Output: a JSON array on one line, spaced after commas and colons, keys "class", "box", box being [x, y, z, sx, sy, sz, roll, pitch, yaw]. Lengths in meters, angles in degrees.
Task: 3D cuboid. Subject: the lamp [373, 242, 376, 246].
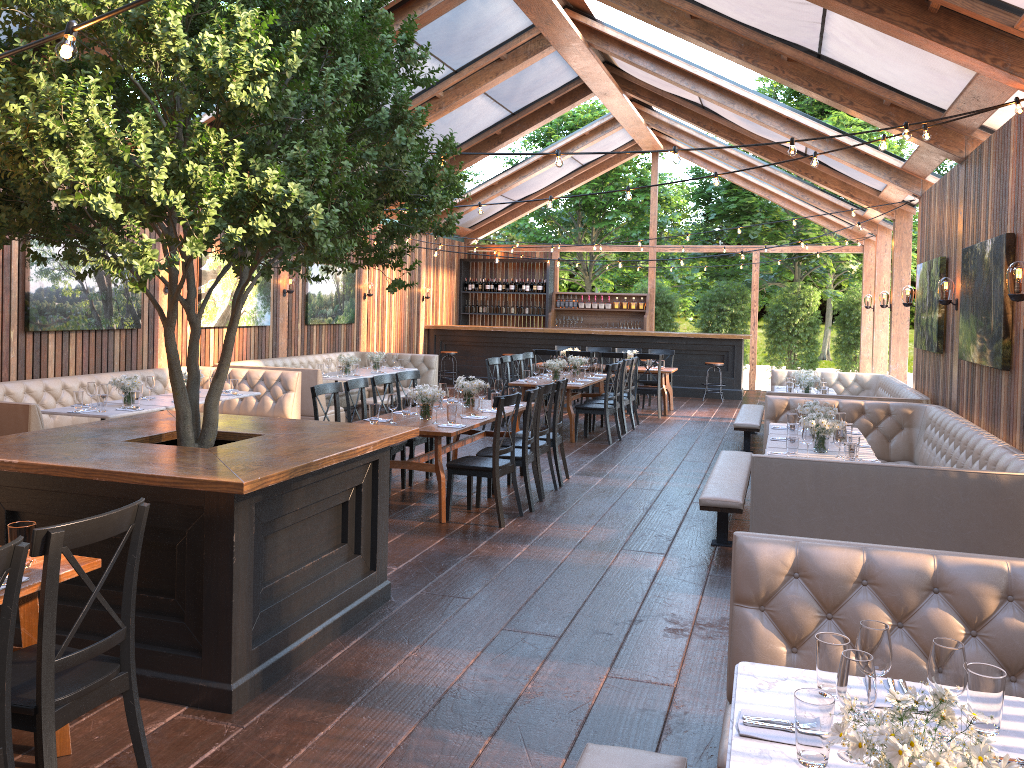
[{"class": "lamp", "box": [-1.696, -1.753, 10.970, 0.056, 0.120, 0.056, 3, 3, 45]}]

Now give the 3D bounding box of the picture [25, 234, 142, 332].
[{"class": "picture", "box": [-4.691, -1.095, 9.800, 0.065, 0.996, 1.654, 2, 4, 17]}]

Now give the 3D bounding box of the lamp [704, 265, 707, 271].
[{"class": "lamp", "box": [3.978, -2.385, 18.209, 0.056, 0.121, 0.056, 1, 2, -21]}]

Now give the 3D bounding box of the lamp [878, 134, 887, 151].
[{"class": "lamp", "box": [2.644, -1.721, 6.308, 0.056, 0.121, 0.056, 2, 2, 20]}]

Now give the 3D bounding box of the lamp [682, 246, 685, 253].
[{"class": "lamp", "box": [3.148, -2.474, 16.257, 0.056, 0.121, 0.056, 3, 2, 36]}]

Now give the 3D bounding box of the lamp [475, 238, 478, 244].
[{"class": "lamp", "box": [-0.656, -2.631, 16.274, 0.056, 0.119, 0.059, 0, 2, -30]}]

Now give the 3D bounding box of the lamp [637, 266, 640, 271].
[{"class": "lamp", "box": [2.720, -2.490, 19.053, 0.059, 0.119, 0.056, 1, 2, -10]}]

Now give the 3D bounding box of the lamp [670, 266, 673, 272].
[{"class": "lamp", "box": [3.355, -2.428, 18.641, 0.056, 0.121, 0.056, 1, 2, -14]}]

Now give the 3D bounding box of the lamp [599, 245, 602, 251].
[{"class": "lamp", "box": [1.630, -2.510, 16.244, 0.056, 0.120, 0.056, 2, 2, 23]}]

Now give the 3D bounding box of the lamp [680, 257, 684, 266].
[{"class": "lamp", "box": [2.106, -1.518, 10.951, 0.056, 0.120, 0.056, 1, 2, -23]}]

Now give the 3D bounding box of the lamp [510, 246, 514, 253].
[{"class": "lamp", "box": [0.001, -2.193, 14.421, 0.056, 0.119, 0.059, 1, 2, -3]}]

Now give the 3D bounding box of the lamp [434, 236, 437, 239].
[{"class": "lamp", "box": [-1.404, -2.717, 16.300, 0.061, 0.119, 0.056, 3, 2, 33]}]

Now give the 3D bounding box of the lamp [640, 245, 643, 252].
[{"class": "lamp", "box": [2.388, -2.491, 16.253, 0.056, 0.121, 0.056, 3, 3, 43]}]

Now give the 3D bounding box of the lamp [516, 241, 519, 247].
[{"class": "lamp", "box": [0.103, -2.573, 16.265, 0.056, 0.120, 0.056, 1, 2, -23]}]

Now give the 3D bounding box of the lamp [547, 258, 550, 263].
[{"class": "lamp", "box": [0.835, -2.830, 20.323, 0.056, 0.119, 0.062, 2, 2, 23]}]

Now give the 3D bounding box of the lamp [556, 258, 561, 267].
[{"class": "lamp", "box": [0.573, -1.503, 10.946, 0.056, 0.120, 0.056, 2, 2, 23]}]

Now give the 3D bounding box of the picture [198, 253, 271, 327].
[{"class": "picture", "box": [-3.876, -1.310, 12.469, 0.065, 0.996, 1.654, 2, 4, 17]}]

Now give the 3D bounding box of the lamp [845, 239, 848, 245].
[{"class": "lamp", "box": [6.174, -2.618, 16.323, 0.056, 0.117, 0.067, 2, 2, 24]}]

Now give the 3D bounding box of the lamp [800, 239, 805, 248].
[{"class": "lamp", "box": [3.612, -1.745, 10.992, 0.059, 0.119, 0.056, 0, 3, -42]}]

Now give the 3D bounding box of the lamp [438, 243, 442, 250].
[{"class": "lamp", "box": [-1.245, -2.380, 15.294, 0.056, 0.121, 0.056, 3, 2, 33]}]

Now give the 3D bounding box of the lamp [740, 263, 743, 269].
[{"class": "lamp", "box": [4.613, -2.370, 17.790, 0.056, 0.120, 0.056, 1, 2, -17]}]

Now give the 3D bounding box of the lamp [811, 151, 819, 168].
[{"class": "lamp", "box": [2.244, -1.666, 6.560, 0.056, 0.121, 0.056, 3, 2, 41]}]

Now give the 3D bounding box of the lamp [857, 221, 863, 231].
[{"class": "lamp", "box": [4.340, -1.967, 11.027, 0.069, 0.117, 0.056, 2, 2, 24]}]

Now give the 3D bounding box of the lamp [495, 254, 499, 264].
[{"class": "lamp", "box": [-0.184, -1.547, 10.932, 0.056, 0.120, 0.056, 3, 2, 36]}]

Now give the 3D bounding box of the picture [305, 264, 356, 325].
[{"class": "picture", "box": [-3.075, -1.521, 15.092, 0.065, 0.996, 1.654, 2, 4, 17]}]

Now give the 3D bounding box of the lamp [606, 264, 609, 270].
[{"class": "lamp", "box": [2.100, -2.582, 19.494, 0.056, 0.121, 0.056, 0, 2, -40]}]

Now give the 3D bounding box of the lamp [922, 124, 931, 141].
[{"class": "lamp", "box": [2.887, -1.752, 6.155, 0.056, 0.120, 0.056, 1, 2, -17]}]

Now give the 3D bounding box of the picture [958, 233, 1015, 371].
[{"class": "picture", "box": [3.822, -0.656, 7.177, 0.065, 0.996, 1.654, 2, 4, 17]}]

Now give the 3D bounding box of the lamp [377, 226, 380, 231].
[{"class": "lamp", "box": [-2.445, -2.823, 16.154, 0.056, 0.118, 0.065, 1, 2, -23]}]

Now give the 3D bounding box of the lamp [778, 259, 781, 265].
[{"class": "lamp", "box": [5.233, -2.391, 17.336, 0.065, 0.118, 0.056, 2, 2, 20]}]

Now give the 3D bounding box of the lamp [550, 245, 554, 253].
[{"class": "lamp", "box": [0.632, -2.139, 14.003, 0.056, 0.121, 0.056, 1, 2, -15]}]

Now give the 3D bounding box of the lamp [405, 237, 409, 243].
[{"class": "lamp", "box": [-1.860, -2.562, 15.719, 0.066, 0.117, 0.056, -1, 3, -44]}]

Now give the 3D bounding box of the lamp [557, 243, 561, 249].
[{"class": "lamp", "box": [0.863, -2.536, 16.259, 0.056, 0.120, 0.056, 0, 2, -27]}]

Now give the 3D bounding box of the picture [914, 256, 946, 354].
[{"class": "picture", "box": [4.637, -0.871, 9.846, 0.065, 0.996, 1.654, 2, 4, 17]}]

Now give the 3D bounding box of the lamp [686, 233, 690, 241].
[{"class": "lamp", "box": [2.533, -2.117, 12.742, 0.056, 0.120, 0.056, 1, 2, -7]}]

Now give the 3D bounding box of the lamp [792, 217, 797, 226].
[{"class": "lamp", "box": [3.792, -2.181, 11.880, 0.056, 0.114, 0.075, 2, 2, 15]}]

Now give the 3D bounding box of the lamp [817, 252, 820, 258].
[{"class": "lamp", "box": [5.858, -2.472, 16.916, 0.056, 0.120, 0.056, 2, 2, 25]}]

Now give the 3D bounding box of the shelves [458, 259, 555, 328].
[{"class": "shelves", "box": [-0.147, -1.535, 20.975, 2.204, 2.825, 0.502, 2, 1, 17]}]

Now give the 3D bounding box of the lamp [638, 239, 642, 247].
[{"class": "lamp", "box": [1.898, -2.101, 13.152, 0.056, 0.121, 0.056, 3, 2, 32]}]

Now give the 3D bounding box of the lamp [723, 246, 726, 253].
[{"class": "lamp", "box": [3.906, -2.470, 16.262, 0.056, 0.121, 0.056, 3, 2, 34]}]

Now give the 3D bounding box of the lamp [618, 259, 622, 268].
[{"class": "lamp", "box": [1.339, -1.490, 10.942, 0.056, 0.121, 0.056, 2, 2, 16]}]

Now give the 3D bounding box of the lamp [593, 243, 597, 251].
[{"class": "lamp", "box": [1.269, -2.106, 13.571, 0.057, 0.119, 0.056, 2, 2, 11]}]

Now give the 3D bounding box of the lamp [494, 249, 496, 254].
[{"class": "lamp", "box": [-0.414, -3.161, 21.146, 0.056, 0.117, 0.067, 2, 2, 3]}]

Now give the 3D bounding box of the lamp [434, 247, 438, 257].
[{"class": "lamp", "box": [-0.943, -1.631, 10.955, 0.056, 0.121, 0.056, 2, 2, 4]}]

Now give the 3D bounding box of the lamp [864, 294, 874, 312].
[{"class": "lamp", "box": [6.603, -1.498, 16.369, 0.178, 0.319, 0.146, 2, 2, 17]}]

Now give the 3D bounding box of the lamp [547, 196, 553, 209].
[{"class": "lamp", "box": [0.334, -1.601, 7.799, 0.056, 0.121, 0.056, 0, 2, -32]}]

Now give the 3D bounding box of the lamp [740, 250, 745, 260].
[{"class": "lamp", "box": [2.862, -1.599, 10.974, 0.056, 0.120, 0.056, 2, 2, 14]}]

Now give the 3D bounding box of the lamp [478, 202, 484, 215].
[{"class": "lamp", "box": [-0.291, -1.632, 8.226, 0.056, 0.121, 0.056, 1, 2, -8]}]

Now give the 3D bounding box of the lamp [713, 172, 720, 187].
[{"class": "lamp", "box": [1.613, -1.613, 6.969, 0.056, 0.121, 0.056, 2, 2, 29]}]

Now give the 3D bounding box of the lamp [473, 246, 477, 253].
[{"class": "lamp", "box": [-0.621, -2.266, 14.861, 0.056, 0.121, 0.056, 0, 2, -39]}]

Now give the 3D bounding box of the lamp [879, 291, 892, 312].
[{"class": "lamp", "box": [5.791, -1.287, 13.731, 0.178, 0.319, 0.146, 2, 2, 17]}]

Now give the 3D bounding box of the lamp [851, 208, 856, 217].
[{"class": "lamp", "box": [4.429, -2.226, 11.476, 0.056, 0.118, 0.064, 1, 2, -9]}]

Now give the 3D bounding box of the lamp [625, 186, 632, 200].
[{"class": "lamp", "box": [0.975, -1.593, 7.383, 0.056, 0.121, 0.056, 2, 2, 26]}]

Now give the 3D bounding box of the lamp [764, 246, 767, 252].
[{"class": "lamp", "box": [4.671, -2.485, 16.276, 0.056, 0.121, 0.056, 2, 2, 10]}]

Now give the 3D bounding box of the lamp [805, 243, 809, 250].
[{"class": "lamp", "box": [5.432, -2.531, 16.290, 0.056, 0.121, 0.056, 1, 2, -5]}]

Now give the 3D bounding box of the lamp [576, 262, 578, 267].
[{"class": "lamp", "box": [1.462, -2.695, 19.903, 0.056, 0.119, 0.061, 2, 2, 16]}]

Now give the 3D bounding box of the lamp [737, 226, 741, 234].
[{"class": "lamp", "box": [3.153, -2.143, 12.296, 0.056, 0.114, 0.075, 0, 3, -27]}]
